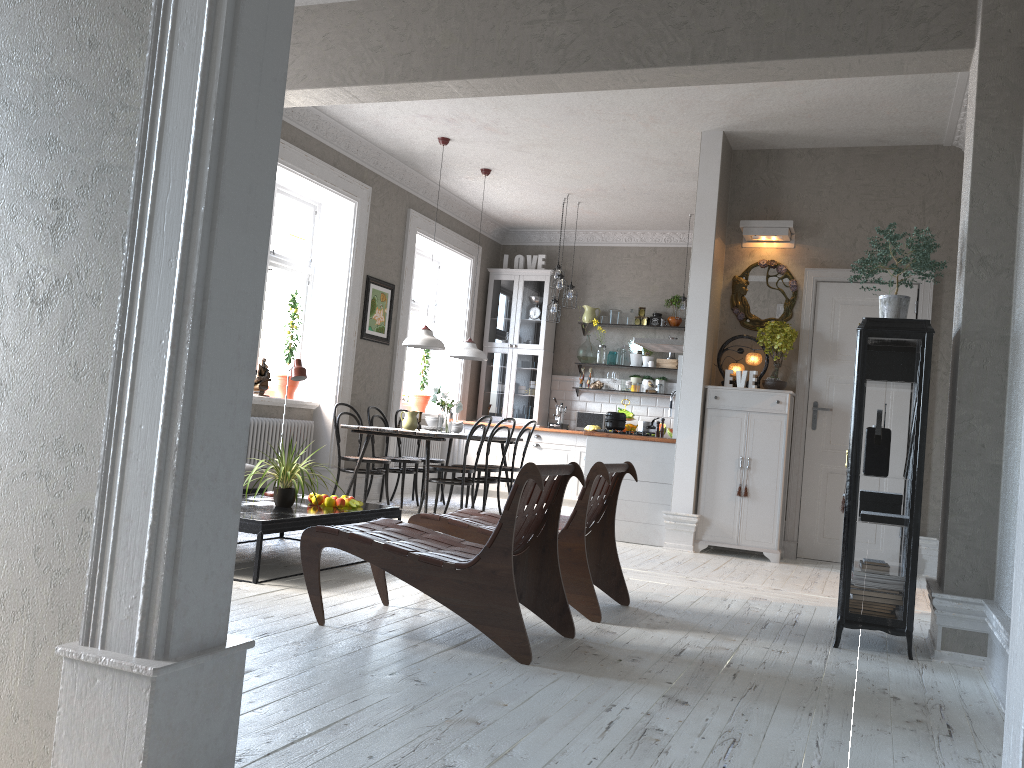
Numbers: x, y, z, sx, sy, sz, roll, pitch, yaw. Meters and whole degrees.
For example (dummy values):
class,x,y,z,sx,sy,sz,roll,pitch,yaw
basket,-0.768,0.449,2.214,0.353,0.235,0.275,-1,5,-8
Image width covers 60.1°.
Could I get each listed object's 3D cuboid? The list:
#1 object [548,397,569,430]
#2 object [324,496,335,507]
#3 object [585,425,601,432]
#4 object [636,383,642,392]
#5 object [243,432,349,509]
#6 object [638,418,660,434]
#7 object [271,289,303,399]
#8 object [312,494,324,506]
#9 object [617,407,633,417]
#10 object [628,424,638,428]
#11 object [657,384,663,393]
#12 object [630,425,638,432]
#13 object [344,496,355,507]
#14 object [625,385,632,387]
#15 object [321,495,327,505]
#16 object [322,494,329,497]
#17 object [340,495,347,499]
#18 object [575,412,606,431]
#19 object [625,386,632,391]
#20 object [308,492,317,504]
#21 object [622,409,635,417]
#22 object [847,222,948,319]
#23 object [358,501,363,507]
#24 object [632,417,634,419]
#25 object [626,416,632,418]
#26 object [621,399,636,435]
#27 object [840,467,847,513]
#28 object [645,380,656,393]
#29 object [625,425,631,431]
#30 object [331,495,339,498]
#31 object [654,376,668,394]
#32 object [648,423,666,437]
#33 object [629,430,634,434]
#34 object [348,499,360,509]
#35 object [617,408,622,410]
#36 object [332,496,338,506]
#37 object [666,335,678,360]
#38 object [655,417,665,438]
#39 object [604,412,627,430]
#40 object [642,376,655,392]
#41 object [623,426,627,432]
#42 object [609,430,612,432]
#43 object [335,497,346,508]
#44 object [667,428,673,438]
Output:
class,x,y,z,sx,sy,sz,roll,pitch,yaw
object,0.549,0.353,10.543,0.203,0.370,0.358,4,-3,22
object,-1.033,0.666,5.022,0.063,0.063,0.060,7,-4,-37
object,0.939,0.518,10.257,0.194,0.083,0.192,4,-3,22
object,1.501,0.042,10.440,0.077,0.108,0.078,4,-3,15
object,-1.196,0.472,4.843,0.716,0.420,0.676,3,-4,40
object,1.199,0.352,7.517,0.178,0.134,0.297,7,-3,-34
object,-1.968,-0.362,7.867,0.275,0.991,0.265,7,-3,-29
object,-1.103,0.658,5.025,0.069,0.066,0.071,3,-4,37
object,1.319,0.327,10.284,0.207,0.101,0.068,4,-3,28
object,1.401,0.491,10.293,0.125,0.056,0.060,4,-3,13
object,1.730,0.056,10.325,0.077,0.108,0.078,4,-3,15
object,1.422,0.499,10.276,0.128,0.120,0.060,8,-4,-45
object,-0.939,0.678,5.103,0.077,0.064,0.073,7,-4,-38
object,1.372,0.041,10.428,0.076,0.051,0.078,4,-3,14
object,-1.081,0.669,5.091,0.057,0.056,0.060,5,-3,8
object,-1.093,0.670,5.156,0.057,0.058,0.058,5,-3,4
object,-0.975,0.679,5.170,0.059,0.062,0.064,5,-3,3
object,0.934,0.457,10.484,0.346,0.226,0.089,4,-3,21
object,1.371,0.058,10.428,0.076,0.051,0.078,4,-3,14
object,-1.144,0.659,5.106,0.066,0.066,0.071,4,-3,27
object,1.370,0.345,10.337,0.177,0.096,0.090,3,-4,42
object,1.821,-0.521,4.188,0.406,0.506,0.406,3,-4,38
object,-0.903,0.698,5.172,0.068,0.037,0.046,8,-4,-42
object,1.396,0.399,10.287,0.051,0.050,0.050,3,-3,31
object,1.347,0.397,10.273,0.076,0.062,0.100,5,-3,-5
object,1.311,0.384,10.310,0.350,0.426,0.353,5,-3,7
object,1.668,0.533,4.439,0.041,0.234,0.044,6,-3,-22
object,1.638,0.034,10.381,0.119,0.147,0.100,6,-3,-11
object,1.328,0.510,10.239,0.089,0.078,0.087,8,-4,-42
object,-1.033,0.674,5.142,0.062,0.058,0.060,6,-3,-24
object,1.761,0.015,10.440,0.156,0.213,0.155,4,-3,19
object,1.624,0.523,9.996,0.231,0.174,0.222,2,-4,43
object,1.367,0.558,10.212,0.069,0.051,0.088,6,-3,-20
object,-0.904,0.684,5.048,0.057,0.053,0.061,4,-3,28
object,1.262,0.302,10.312,0.073,0.058,0.051,5,-3,-2
object,-1.014,0.673,5.084,0.056,0.058,0.059,5,-3,12
object,1.880,-0.424,10.381,0.130,0.288,0.131,5,-3,7
object,1.200,0.350,7.179,0.072,0.167,0.036,4,-3,21
object,0.865,0.309,7.398,0.190,0.147,0.193,5,-3,1
object,1.606,0.003,10.491,0.150,0.214,0.170,7,-4,-39
object,1.262,0.513,10.182,0.114,0.111,0.110,6,-3,-11
object,1.201,0.539,10.359,0.155,0.072,0.075,7,-4,-39
object,-0.972,0.675,5.024,0.057,0.058,0.056,8,-4,-44
object,1.840,0.559,9.857,0.223,0.127,0.149,5,-3,4
